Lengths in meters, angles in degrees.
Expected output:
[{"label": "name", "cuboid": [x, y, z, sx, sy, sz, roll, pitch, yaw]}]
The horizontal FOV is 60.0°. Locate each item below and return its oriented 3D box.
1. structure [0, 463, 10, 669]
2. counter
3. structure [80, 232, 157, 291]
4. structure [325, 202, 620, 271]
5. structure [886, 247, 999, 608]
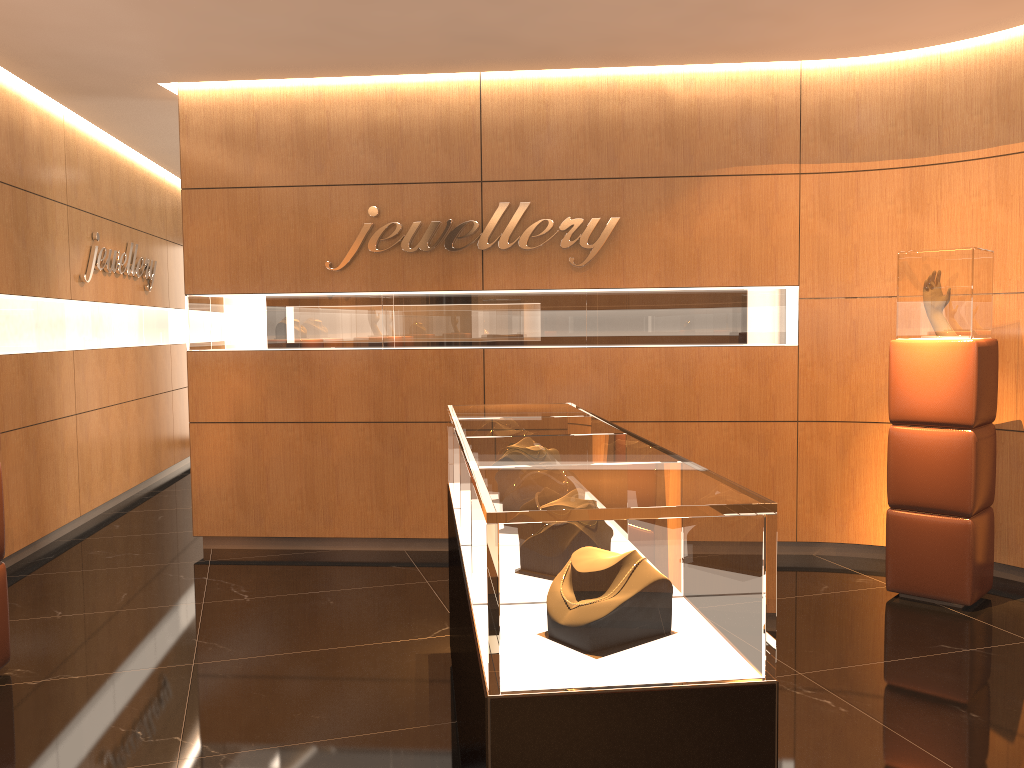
[{"label": "structure", "cuboid": [-2.598, 0.355, 3.916, 0.498, 1.968, 0.484, -1, 4, -6]}, {"label": "counter", "cuboid": [0.125, 0.758, 3.069, 0.615, 1.173, 2.514, -1, 4, -6]}, {"label": "structure", "cuboid": [-3.617, -1.116, 8.250, 0.034, 0.442, 2.050, -1, 4, -6]}, {"label": "structure", "cuboid": [-0.286, -1.017, 6.103, 2.050, 0.442, 0.034, 0, 4, 5]}, {"label": "structure", "cuboid": [2.490, 0.239, 5.130, 0.498, 2.000, 0.484, 3, 5, 42]}]
